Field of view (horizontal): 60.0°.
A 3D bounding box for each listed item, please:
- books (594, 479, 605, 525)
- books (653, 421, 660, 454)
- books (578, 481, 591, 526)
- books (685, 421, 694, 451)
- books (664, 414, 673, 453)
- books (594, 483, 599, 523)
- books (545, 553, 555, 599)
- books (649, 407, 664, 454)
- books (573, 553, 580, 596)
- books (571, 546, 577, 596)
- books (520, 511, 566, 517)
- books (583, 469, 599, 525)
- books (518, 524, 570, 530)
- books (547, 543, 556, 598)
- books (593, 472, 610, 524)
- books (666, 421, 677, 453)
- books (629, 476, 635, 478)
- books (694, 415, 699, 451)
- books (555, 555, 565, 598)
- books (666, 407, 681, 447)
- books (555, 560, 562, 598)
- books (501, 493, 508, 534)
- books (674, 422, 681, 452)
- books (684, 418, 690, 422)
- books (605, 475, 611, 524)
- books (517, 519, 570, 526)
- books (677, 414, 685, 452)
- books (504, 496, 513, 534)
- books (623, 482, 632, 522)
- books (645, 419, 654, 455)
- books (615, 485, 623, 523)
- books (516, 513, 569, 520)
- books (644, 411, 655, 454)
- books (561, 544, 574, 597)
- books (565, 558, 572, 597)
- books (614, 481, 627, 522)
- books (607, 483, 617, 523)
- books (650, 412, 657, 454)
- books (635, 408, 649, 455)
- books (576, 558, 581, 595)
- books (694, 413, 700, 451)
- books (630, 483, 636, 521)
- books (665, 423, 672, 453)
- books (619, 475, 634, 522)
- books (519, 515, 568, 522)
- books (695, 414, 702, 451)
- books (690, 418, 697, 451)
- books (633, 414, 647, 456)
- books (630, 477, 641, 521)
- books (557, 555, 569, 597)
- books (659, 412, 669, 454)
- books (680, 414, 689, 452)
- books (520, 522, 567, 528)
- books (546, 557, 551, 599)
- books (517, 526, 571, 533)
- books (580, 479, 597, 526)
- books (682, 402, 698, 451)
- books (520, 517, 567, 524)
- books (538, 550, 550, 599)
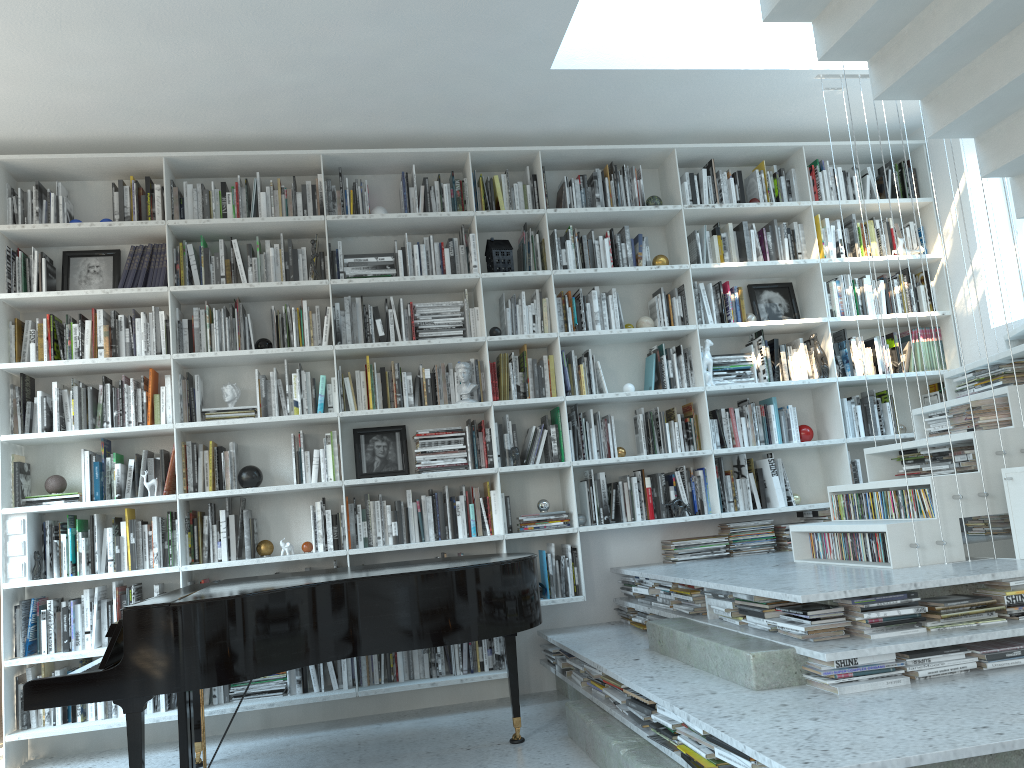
[{"bbox_3d":[0.489,0.686,5.137,0.023,0.256,0.178,-4,-8,-11],"label":"books"},{"bbox_3d":[0.837,0.329,5.294,0.031,0.208,0.122,-4,-8,-11],"label":"books"},{"bbox_3d":[0.421,0.694,5.142,0.012,0.253,0.161,-4,-8,-11],"label":"books"},{"bbox_3d":[1.034,0.323,5.283,0.016,0.180,0.189,-4,-8,-11],"label":"books"},{"bbox_3d":[0.910,0.305,5.300,0.030,0.244,0.136,-4,-8,-11],"label":"books"},{"bbox_3d":[0.467,0.699,5.156,0.015,0.240,0.153,-4,-8,-11],"label":"books"},{"bbox_3d":[0.203,1.068,4.943,0.014,0.245,0.176,-4,-8,-11],"label":"books"},{"bbox_3d":[0.860,0.288,5.290,0.007,0.284,0.160,-4,-8,-11],"label":"books"},{"bbox_3d":[0.343,1.066,4.975,0.013,0.232,0.149,-4,-8,-11],"label":"books"},{"bbox_3d":[0.326,1.050,4.989,0.015,0.270,0.158,-4,-8,-11],"label":"books"},{"bbox_3d":[0.172,0.738,5.029,0.254,0.012,0.161,-5,-8,-2],"label":"books"},{"bbox_3d":[0.456,0.658,5.135,0.010,0.316,0.187,-4,-8,-11],"label":"books"},{"bbox_3d":[0.178,0.811,5.029,0.285,0.012,0.160,-5,-8,-6],"label":"books"},{"bbox_3d":[0.220,1.042,4.969,0.032,0.300,0.149,-4,-8,-11],"label":"books"},{"bbox_3d":[0.513,0.665,5.143,0.030,0.294,0.189,-4,-8,-11],"label":"books"},{"bbox_3d":[0.938,0.325,5.282,0.015,0.194,0.176,-4,-8,-11],"label":"books"},{"bbox_3d":[0.717,0.675,5.220,0.016,0.260,0.098,-4,-8,-11],"label":"books"},{"bbox_3d":[1.077,0.296,5.334,0.019,0.240,0.134,-4,-8,-11],"label":"books"},{"bbox_3d":[0.269,1.072,4.946,0.026,0.224,0.175,-4,-8,-11],"label":"books"},{"bbox_3d":[0.963,0.284,5.291,0.006,0.274,0.173,-4,-8,-11],"label":"books"},{"bbox_3d":[0.247,1.089,4.965,0.013,0.202,0.139,-4,-8,-11],"label":"books"},{"bbox_3d":[-0.060,0.740,5.058,0.027,0.228,0.141,-4,-8,-11],"label":"books"},{"bbox_3d":[0.955,0.329,5.280,0.019,0.182,0.191,-4,-8,-11],"label":"books"},{"bbox_3d":[1.044,0.315,5.315,0.016,0.205,0.141,-4,-8,-11],"label":"books"},{"bbox_3d":[0.532,0.674,5.155,0.010,0.276,0.174,-4,-8,-11],"label":"books"},{"bbox_3d":[0.176,0.786,5.027,0.285,0.012,0.160,-4,-9,-8],"label":"books"},{"bbox_3d":[0.976,0.305,5.290,0.018,0.229,0.182,-4,-8,-11],"label":"books"},{"bbox_3d":[-0.031,0.747,5.065,0.030,0.210,0.136,-4,-8,-11],"label":"books"},{"bbox_3d":[0.652,0.692,5.187,0.024,0.228,0.160,-4,-8,-11],"label":"books"},{"bbox_3d":[0.796,0.323,5.253,0.015,0.215,0.178,-4,-8,-11],"label":"books"},{"bbox_3d":[0.608,0.700,5.171,0.011,0.217,0.176,-4,-8,-11],"label":"books"},{"bbox_3d":[0.172,0.751,5.034,0.285,0.012,0.160,-4,-8,-7],"label":"books"},{"bbox_3d":[0.807,0.302,5.273,0.015,0.262,0.150,-4,-8,-11],"label":"books"},{"bbox_3d":[0.311,1.041,4.966,0.021,0.284,0.172,-4,-8,-11],"label":"books"},{"bbox_3d":[0.300,1.077,4.951,0.011,0.211,0.178,-4,-8,-11],"label":"books"},{"bbox_3d":[0.625,0.691,5.186,0.029,0.234,0.142,-4,-8,-11],"label":"books"},{"bbox_3d":[0.570,0.695,5.164,0.065,0.231,0.162,-4,-8,-11],"label":"books"},{"bbox_3d":[0.819,0.303,5.274,0.008,0.258,0.159,-4,-8,-11],"label":"books"},{"bbox_3d":[0.773,0.292,5.282,0.016,0.289,0.131,-4,-8,-11],"label":"books"},{"bbox_3d":[0.355,1.080,4.988,0.012,0.205,0.161,-4,-8,-11],"label":"books"},{"bbox_3d":[1.089,0.299,5.340,0.007,0.235,0.132,-4,-8,-11],"label":"books"},{"bbox_3d":[0.683,0.694,5.195,0.012,0.221,0.153,-4,-8,-11],"label":"books"},{"bbox_3d":[0.900,0.332,5.263,0.018,0.182,0.182,-4,-8,-11],"label":"books"},{"bbox_3d":[0.669,0.671,5.190,0.014,0.267,0.172,-4,-8,-11],"label":"books"},{"bbox_3d":[0.174,0.761,5.024,0.254,0.012,0.161,-4,-9,-11],"label":"books"},{"bbox_3d":[1.098,0.303,5.332,0.009,0.223,0.146,-4,-8,-11],"label":"books"},{"bbox_3d":[1.060,0.313,5.308,0.013,0.203,0.159,-4,-8,-11],"label":"books"},{"bbox_3d":[0.760,0.310,5.264,0.019,0.251,0.130,-4,-8,-11],"label":"books"},{"bbox_3d":[0.703,0.675,5.184,0.025,0.252,0.181,-4,-8,-11],"label":"books"},{"bbox_3d":[0.285,1.073,4.966,0.012,0.225,0.149,-4,-8,-11],"label":"books"},{"bbox_3d":[0.879,0.300,5.265,0.018,0.250,0.184,-4,-8,-11],"label":"books"},{"bbox_3d":[1.009,0.304,5.309,0.021,0.231,0.155,-4,-8,-11],"label":"books"},{"bbox_3d":[0.177,0.798,5.028,0.254,0.012,0.161,-5,-8,-5],"label":"books"},{"bbox_3d":[0.187,1.079,4.956,0.012,0.228,0.129,-4,-8,-11],"label":"books"},{"bbox_3d":[0.179,0.822,5.022,0.285,0.012,0.160,-4,-9,-8],"label":"books"},{"bbox_3d":[0.442,0.686,5.127,0.023,0.262,0.187,-4,-8,-11],"label":"books"},{"bbox_3d":[1.067,0.266,5.309,0.007,0.295,0.162,-4,-8,-11],"label":"books"},{"bbox_3d":[0.174,0.775,5.033,0.254,0.012,0.161,-5,-8,-6],"label":"books"},{"bbox_3d":[0.179,1.061,4.948,0.005,0.263,0.162,-4,-8,-11],"label":"books"}]
